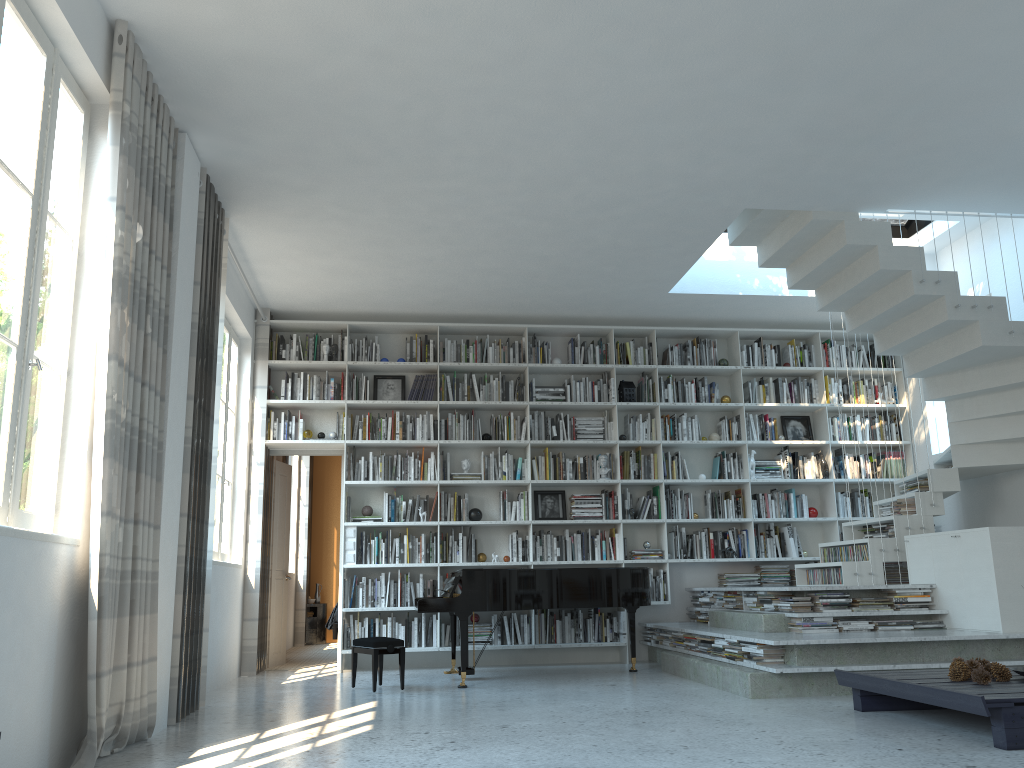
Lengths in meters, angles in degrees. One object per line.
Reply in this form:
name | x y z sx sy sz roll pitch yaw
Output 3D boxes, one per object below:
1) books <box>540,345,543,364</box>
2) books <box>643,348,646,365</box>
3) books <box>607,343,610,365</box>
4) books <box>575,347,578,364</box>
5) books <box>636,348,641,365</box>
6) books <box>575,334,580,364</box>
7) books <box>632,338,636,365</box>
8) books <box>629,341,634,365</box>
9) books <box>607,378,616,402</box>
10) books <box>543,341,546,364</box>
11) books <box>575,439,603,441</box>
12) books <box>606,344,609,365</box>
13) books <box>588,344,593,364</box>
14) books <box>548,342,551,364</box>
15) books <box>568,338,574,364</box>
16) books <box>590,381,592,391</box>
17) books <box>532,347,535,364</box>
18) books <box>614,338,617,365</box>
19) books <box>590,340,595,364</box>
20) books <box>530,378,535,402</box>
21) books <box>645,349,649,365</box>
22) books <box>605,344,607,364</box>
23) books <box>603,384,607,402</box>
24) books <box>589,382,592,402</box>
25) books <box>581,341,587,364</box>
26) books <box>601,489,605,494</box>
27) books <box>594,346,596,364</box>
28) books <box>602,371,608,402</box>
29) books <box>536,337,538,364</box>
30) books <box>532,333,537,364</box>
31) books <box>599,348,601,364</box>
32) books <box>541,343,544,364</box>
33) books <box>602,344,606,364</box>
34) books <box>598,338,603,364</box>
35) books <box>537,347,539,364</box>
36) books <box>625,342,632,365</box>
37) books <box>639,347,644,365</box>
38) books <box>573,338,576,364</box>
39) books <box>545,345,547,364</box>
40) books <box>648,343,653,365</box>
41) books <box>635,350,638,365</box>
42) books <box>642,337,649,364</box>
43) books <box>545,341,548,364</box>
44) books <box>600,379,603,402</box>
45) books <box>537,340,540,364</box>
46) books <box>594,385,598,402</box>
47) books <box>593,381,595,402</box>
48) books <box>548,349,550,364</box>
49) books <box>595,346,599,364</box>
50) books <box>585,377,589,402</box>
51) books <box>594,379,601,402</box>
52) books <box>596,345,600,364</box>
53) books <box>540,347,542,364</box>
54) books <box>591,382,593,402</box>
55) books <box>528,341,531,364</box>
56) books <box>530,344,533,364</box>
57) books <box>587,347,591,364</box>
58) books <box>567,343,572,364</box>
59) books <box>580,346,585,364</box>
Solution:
books | 0.282 -0.253 8.625 0.006 0.232 0.136 0 -13 -7
books | 1.282 -0.233 8.733 0.025 0.203 0.162 0 -13 -7
books | 0.938 -0.261 8.697 0.022 0.256 0.137 0 -13 -7
books | 0.617 -0.240 8.655 0.031 0.208 0.147 0 -13 -7
books | 1.229 -0.236 8.710 0.024 0.201 0.180 0 -13 -7
books | 0.639 -0.305 8.649 0.010 0.330 0.186 0 -13 -7
books | 1.188 -0.283 8.717 0.010 0.297 0.168 0 -13 -7
books | 1.167 -0.268 8.729 0.030 0.274 0.152 0 -13 -7
books | 0.947 0.090 8.546 0.037 0.236 0.273 0 -13 -7
books | 0.307 -0.272 8.612 0.013 0.264 0.147 0 -13 -7
books | 0.733 0.546 8.488 0.254 0.012 0.161 0 -13 -4
books | 0.921 -0.254 8.687 0.014 0.238 0.153 0 -13 -7
books | 0.765 -0.255 8.663 0.023 0.236 0.154 0 -13 -7
books | 0.362 -0.269 8.615 0.011 0.255 0.144 0 -13 -7
books | 0.576 -0.286 8.639 0.014 0.291 0.176 0 -13 -7
books | 0.752 0.104 8.597 0.011 0.238 0.139 0 -13 -7
books | 0.201 -0.241 8.586 0.026 0.194 0.167 0 -13 -7
books | 0.998 -0.284 8.698 0.007 0.297 0.181 0 -13 -7
books | 0.783 -0.275 8.655 0.010 0.269 0.180 0 -13 -7
books | 0.198 0.087 8.498 0.021 0.248 0.192 0 -13 -7
books | 1.306 -0.229 8.728 0.022 0.193 0.182 0 -13 -7
books | 0.906 -0.255 8.694 0.014 0.243 0.145 0 -13 -7
books | 0.885 0.118 8.589 0.029 0.202 0.192 0 -13 -7
books | 0.738 0.106 8.569 0.023 0.222 0.191 0 -13 -7
books | 0.705 -0.269 8.673 0.028 0.269 0.140 0 -13 -7
books | 0.868 1.153 8.393 0.011 0.298 0.130 0 -12 -7
books | 0.793 -0.247 8.660 0.012 0.216 0.180 0 -13 -7
books | 0.904 0.056 8.614 0.012 0.333 0.156 0 -12 -7
books | 0.231 -0.288 8.608 0.010 0.295 0.153 0 -13 -7
books | 0.217 -0.309 8.616 0.014 0.340 0.145 0 -12 -7
books | 0.853 -0.235 8.687 0.014 0.204 0.135 0 -13 -7
books | 0.293 -0.263 8.615 0.014 0.247 0.139 0 -13 -7
books | 0.887 -0.257 8.681 0.028 0.243 0.161 0 -13 -7
books | 0.866 -0.287 8.693 0.012 0.307 0.138 0 -12 -7
books | 0.240 -0.241 8.611 0.011 0.205 0.146 0 -13 -7
books | 1.128 -0.263 8.701 0.054 0.254 0.191 0 -13 -7
books | 1.256 -0.242 8.711 0.031 0.212 0.170 0 -13 -7
books | 0.597 -0.286 8.650 0.011 0.295 0.157 0 -13 -7
books | 0.322 -0.251 8.605 0.016 0.218 0.144 0 -13 -7
books | 1.345 -0.261 8.724 0.029 0.252 0.186 0 -13 -7
books | 1.206 -0.226 8.704 0.022 0.179 0.173 0 -13 -7
books | 1.320 -0.292 8.761 0.012 0.329 0.128 0 -12 -7
books | 0.332 -0.269 8.609 0.005 0.254 0.168 0 -13 -7
books | 0.854 0.093 8.605 0.029 0.261 0.133 0 -13 -7
books | 0.254 -0.276 8.593 0.011 0.264 0.164 0 -13 -7
books | 0.797 0.124 8.575 0.029 0.188 0.176 0 -13 -7
books | 0.776 0.104 8.581 0.012 0.230 0.158 0 -13 -7
books | 0.352 -0.233 8.613 0.010 0.186 0.153 0 -13 -7
books | 0.813 -0.243 8.644 0.023 0.201 0.193 0 -13 -7
books | 0.714 0.085 8.580 0.023 0.269 0.185 0 -13 -7
books | 0.826 0.095 8.584 0.032 0.247 0.173 0 -13 -7
books | 0.832 -0.248 8.694 0.026 0.233 0.137 0 -13 -7
books | 0.270 -0.239 8.600 0.023 0.195 0.172 0 -13 -7
books | 0.764 0.106 8.585 0.010 0.230 0.152 0 -13 -7
books | 0.153 -0.271 8.579 0.026 0.252 0.186 0 -13 -7
books | 0.175 -0.254 8.598 0.023 0.227 0.157 0 -13 -7
books | 0.738 -0.240 8.651 0.033 0.202 0.166 0 -13 -7
books | 0.561 -0.259 8.650 0.012 0.245 0.151 0 -13 -7
books | 0.669 -0.245 8.645 0.050 0.210 0.173 0 -13 -7
